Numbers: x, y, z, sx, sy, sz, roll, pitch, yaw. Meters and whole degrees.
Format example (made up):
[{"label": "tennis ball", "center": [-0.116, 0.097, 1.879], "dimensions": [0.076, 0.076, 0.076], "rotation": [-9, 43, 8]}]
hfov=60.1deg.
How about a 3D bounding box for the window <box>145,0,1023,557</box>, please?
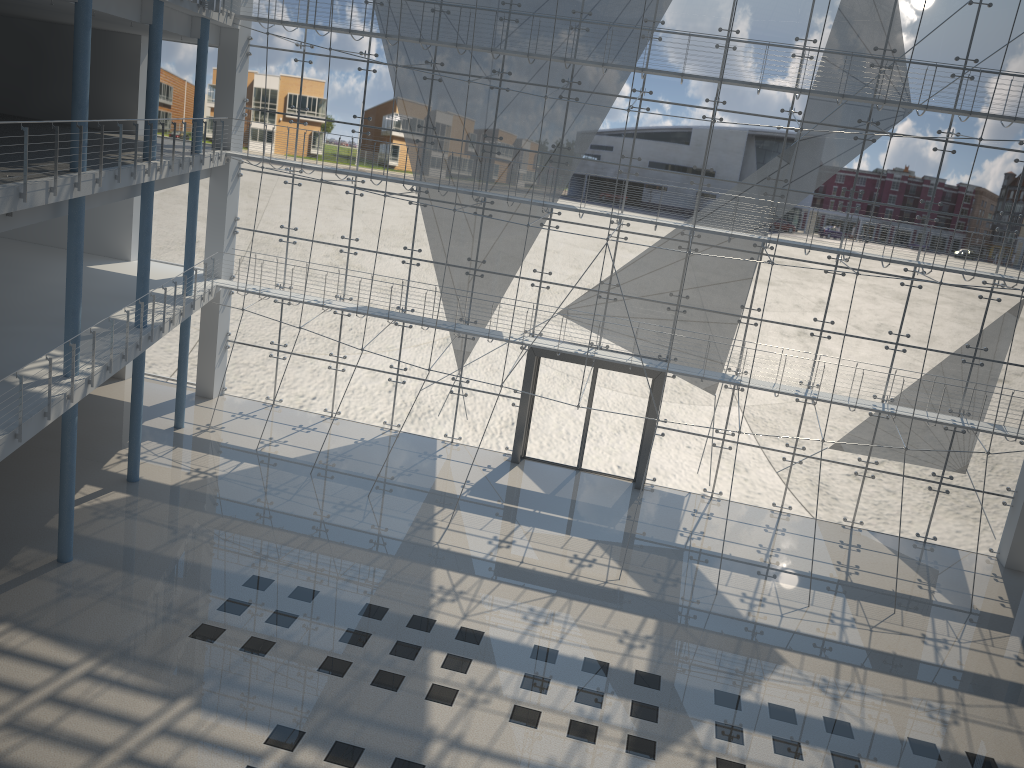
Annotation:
[{"label": "window", "center": [0.411, -0.983, 3.268], "dimensions": [3.856, 2.732, 0.010], "rotation": [11, 13, 10]}]
